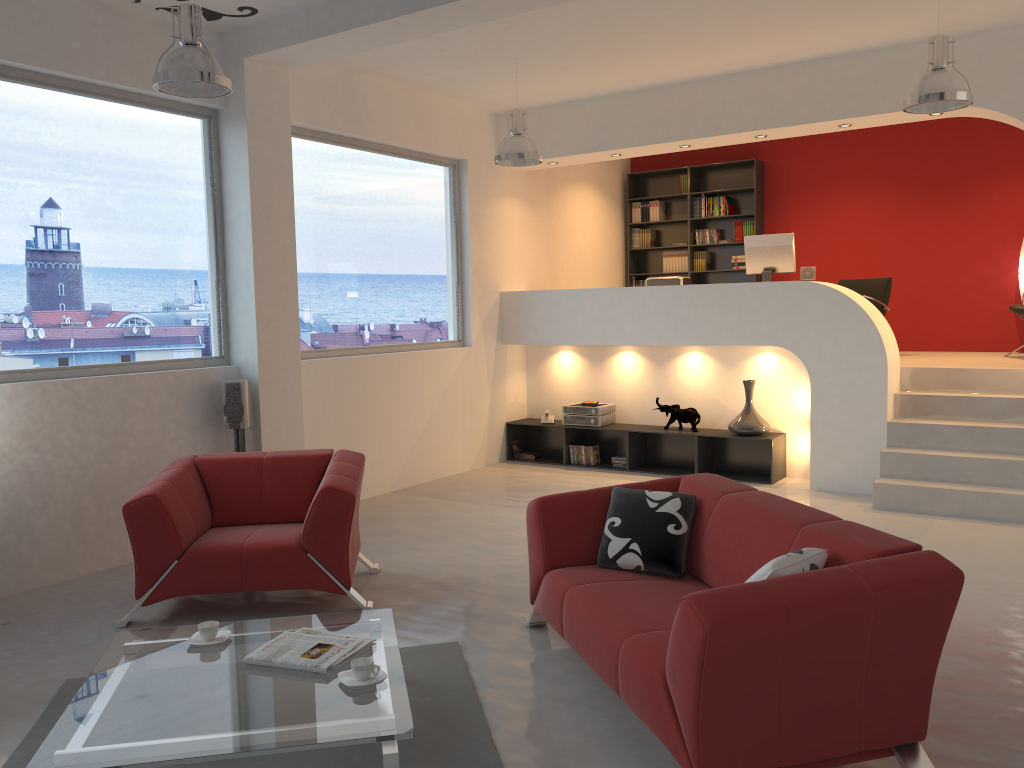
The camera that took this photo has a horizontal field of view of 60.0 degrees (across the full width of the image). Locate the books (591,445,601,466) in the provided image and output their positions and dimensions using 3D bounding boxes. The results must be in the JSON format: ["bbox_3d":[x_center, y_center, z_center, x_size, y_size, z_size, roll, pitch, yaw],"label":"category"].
[{"bbox_3d":[0.825,0.701,8.731,0.031,0.190,0.135,2,6,34],"label":"books"}]

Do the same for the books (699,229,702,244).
[{"bbox_3d":[2.317,-1.780,10.783,0.031,0.190,0.135,2,6,34],"label":"books"}]

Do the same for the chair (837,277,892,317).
[{"bbox_3d":[3.391,-0.679,9.035,0.768,0.795,0.664,-5,6,-36],"label":"chair"}]

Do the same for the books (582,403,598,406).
[{"bbox_3d":[0.772,0.204,8.772,0.135,0.015,0.190,0,5,14],"label":"books"}]

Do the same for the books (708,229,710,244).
[{"bbox_3d":[2.404,-1.777,10.724,0.031,0.190,0.135,2,6,34],"label":"books"}]

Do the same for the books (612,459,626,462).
[{"bbox_3d":[1.083,0.732,8.613,0.190,0.015,0.135,2,6,34],"label":"books"}]

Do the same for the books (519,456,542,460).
[{"bbox_3d":[0.192,0.762,9.225,0.190,0.015,0.135,2,6,34],"label":"books"}]

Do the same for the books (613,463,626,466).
[{"bbox_3d":[1.094,0.777,8.618,0.190,0.015,0.135,2,6,34],"label":"books"}]

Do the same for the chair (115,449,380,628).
[{"bbox_3d":[-1.414,0.808,4.933,1.288,0.738,0.951,-2,5,-6],"label":"chair"}]

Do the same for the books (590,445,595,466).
[{"bbox_3d":[0.813,0.700,8.740,0.031,0.190,0.135,2,6,34],"label":"books"}]

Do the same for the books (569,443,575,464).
[{"bbox_3d":[0.614,0.693,8.873,0.031,0.190,0.135,2,6,34],"label":"books"}]

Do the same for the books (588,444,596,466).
[{"bbox_3d":[0.800,0.700,8.748,0.031,0.190,0.135,2,6,34],"label":"books"}]

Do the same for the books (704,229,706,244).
[{"bbox_3d":[2.367,-1.778,10.749,0.031,0.190,0.135,2,6,34],"label":"books"}]

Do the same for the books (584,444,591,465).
[{"bbox_3d":[0.763,0.698,8.773,0.031,0.190,0.135,2,6,34],"label":"books"}]

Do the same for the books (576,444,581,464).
[{"bbox_3d":[0.688,0.696,8.823,0.031,0.190,0.135,2,6,34],"label":"books"}]

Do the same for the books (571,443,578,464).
[{"bbox_3d":[0.638,0.694,8.857,0.031,0.190,0.135,2,6,34],"label":"books"}]

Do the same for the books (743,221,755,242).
[{"bbox_3d":[2.813,-1.787,10.437,0.146,0.240,0.170,2,6,34],"label":"books"}]

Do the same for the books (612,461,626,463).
[{"bbox_3d":[1.090,0.747,8.618,0.190,0.015,0.135,2,6,34],"label":"books"}]

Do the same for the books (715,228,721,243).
[{"bbox_3d":[2.479,-1.775,10.674,0.031,0.190,0.135,2,6,34],"label":"books"}]

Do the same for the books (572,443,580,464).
[{"bbox_3d":[0.651,0.695,8.848,0.031,0.190,0.135,2,6,34],"label":"books"}]

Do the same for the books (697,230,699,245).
[{"bbox_3d":[2.292,-1.781,10.799,0.031,0.190,0.135,2,6,34],"label":"books"}]

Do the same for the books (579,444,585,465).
[{"bbox_3d":[0.713,0.697,8.806,0.031,0.190,0.135,2,6,34],"label":"books"}]

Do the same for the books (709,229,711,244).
[{"bbox_3d":[2.417,-1.777,10.716,0.031,0.190,0.135,2,6,34],"label":"books"}]

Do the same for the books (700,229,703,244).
[{"bbox_3d":[2.329,-1.780,10.774,0.031,0.190,0.135,2,6,34],"label":"books"}]

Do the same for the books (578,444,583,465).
[{"bbox_3d":[0.701,0.696,8.815,0.031,0.190,0.135,2,6,34],"label":"books"}]

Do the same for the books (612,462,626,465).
[{"bbox_3d":[1.086,0.761,8.622,0.190,0.015,0.135,3,6,39],"label":"books"}]

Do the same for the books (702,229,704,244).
[{"bbox_3d":[2.342,-1.779,10.766,0.031,0.190,0.135,2,6,34],"label":"books"}]

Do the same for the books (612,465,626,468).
[{"bbox_3d":[1.090,0.791,8.623,0.190,0.015,0.135,1,5,29],"label":"books"}]

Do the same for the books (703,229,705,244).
[{"bbox_3d":[2.354,-1.779,10.758,0.031,0.190,0.135,2,6,34],"label":"books"}]

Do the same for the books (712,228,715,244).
[{"bbox_3d":[2.454,-1.775,10.691,0.031,0.190,0.135,2,6,34],"label":"books"}]

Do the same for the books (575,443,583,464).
[{"bbox_3d":[0.676,0.696,8.832,0.031,0.190,0.135,2,6,34],"label":"books"}]

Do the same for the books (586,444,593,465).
[{"bbox_3d":[0.775,0.699,8.765,0.031,0.190,0.135,2,6,34],"label":"books"}]

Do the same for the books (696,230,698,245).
[{"bbox_3d":[2.280,-1.781,10.808,0.031,0.190,0.135,2,6,34],"label":"books"}]

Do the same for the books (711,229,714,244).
[{"bbox_3d":[2.442,-1.776,10.699,0.031,0.190,0.135,2,6,34],"label":"books"}]

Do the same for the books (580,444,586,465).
[{"bbox_3d":[0.726,0.697,8.798,0.031,0.190,0.135,2,6,34],"label":"books"}]

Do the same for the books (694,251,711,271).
[{"bbox_3d":[2.317,-1.489,10.801,0.146,0.240,0.170,2,6,34],"label":"books"}]

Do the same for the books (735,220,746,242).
[{"bbox_3d":[2.713,-1.799,10.504,0.090,0.256,0.181,2,6,34],"label":"books"}]

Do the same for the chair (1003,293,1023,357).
[{"bbox_3d":[4.992,-0.631,8.031,0.768,0.795,0.664,-1,5,9],"label":"chair"}]

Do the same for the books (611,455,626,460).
[{"bbox_3d":[1.078,0.716,8.623,0.190,0.015,0.135,1,5,29],"label":"books"}]

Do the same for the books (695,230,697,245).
[{"bbox_3d":[2.267,-1.782,10.816,0.031,0.190,0.135,2,6,34],"label":"books"}]

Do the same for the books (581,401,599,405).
[{"bbox_3d":[0.774,0.188,8.781,0.135,0.015,0.190,0,5,19],"label":"books"}]

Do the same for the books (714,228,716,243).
[{"bbox_3d":[2.466,-1.775,10.682,0.031,0.190,0.135,2,6,34],"label":"books"}]

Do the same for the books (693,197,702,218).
[{"bbox_3d":[2.280,-2.128,10.764,0.090,0.256,0.181,2,6,34],"label":"books"}]

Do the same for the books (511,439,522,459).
[{"bbox_3d":[0.052,0.680,9.251,0.063,0.187,0.135,2,6,34],"label":"books"}]

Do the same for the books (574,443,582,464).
[{"bbox_3d":[0.663,0.695,8.840,0.031,0.190,0.135,2,6,34],"label":"books"}]

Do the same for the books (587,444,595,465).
[{"bbox_3d":[0.788,0.699,8.756,0.031,0.190,0.135,2,6,34],"label":"books"}]

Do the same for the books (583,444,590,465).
[{"bbox_3d":[0.751,0.698,8.781,0.031,0.190,0.135,2,6,34],"label":"books"}]

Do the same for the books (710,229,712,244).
[{"bbox_3d":[2.429,-1.776,10.707,0.031,0.190,0.135,2,6,34],"label":"books"}]

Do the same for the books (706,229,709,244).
[{"bbox_3d":[2.392,-1.777,10.733,0.031,0.190,0.135,2,6,34],"label":"books"}]

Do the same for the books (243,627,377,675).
[{"bbox_3d":[-0.753,0.989,3.291,0.367,0.035,0.345,1,5,24],"label":"books"}]

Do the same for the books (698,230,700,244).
[{"bbox_3d":[2.305,-1.780,10.791,0.031,0.190,0.135,2,6,34],"label":"books"}]

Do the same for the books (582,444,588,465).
[{"bbox_3d":[0.738,0.698,8.790,0.031,0.190,0.135,2,6,34],"label":"books"}]

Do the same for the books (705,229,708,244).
[{"bbox_3d":[2.379,-1.778,10.741,0.031,0.190,0.135,2,6,34],"label":"books"}]

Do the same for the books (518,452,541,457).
[{"bbox_3d":[0.182,0.731,9.229,0.190,0.015,0.135,2,6,34],"label":"books"}]

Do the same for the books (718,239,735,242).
[{"bbox_3d":[2.583,-1.714,10.610,0.190,0.015,0.135,3,6,39],"label":"books"}]

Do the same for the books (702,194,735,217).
[{"bbox_3d":[2.463,-2.135,10.611,0.341,0.286,0.231,2,6,34],"label":"books"}]

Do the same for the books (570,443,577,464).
[{"bbox_3d":[0.626,0.694,8.865,0.031,0.190,0.135,2,6,34],"label":"books"}]

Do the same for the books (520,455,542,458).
[{"bbox_3d":[0.196,0.747,9.221,0.190,0.015,0.135,2,6,34],"label":"books"}]

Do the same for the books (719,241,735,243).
[{"bbox_3d":[2.591,-1.699,10.606,0.190,0.015,0.135,2,6,34],"label":"books"}]
